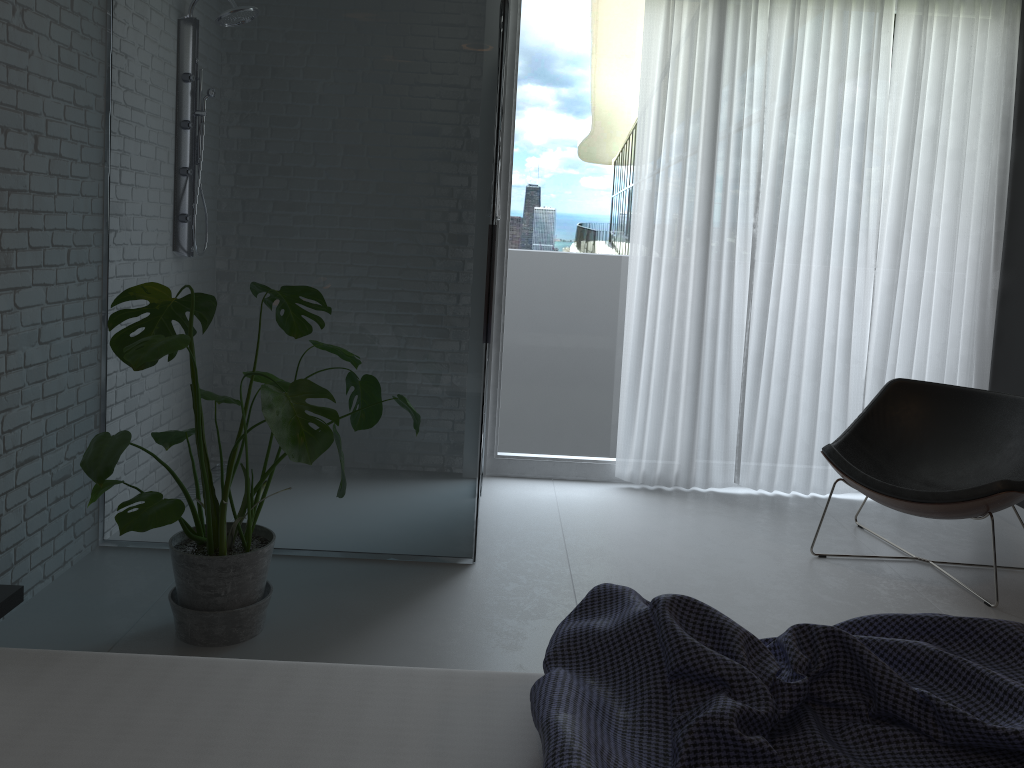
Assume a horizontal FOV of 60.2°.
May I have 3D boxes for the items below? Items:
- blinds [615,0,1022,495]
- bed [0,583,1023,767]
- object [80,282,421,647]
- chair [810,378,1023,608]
[{"bbox_3d":[1.509,-0.782,4.351,1.852,2.679,0.137,3,5,-1],"label":"blinds"},{"bbox_3d":[-0.150,0.065,0.874,2.607,2.028,2.583,3,8,-1],"label":"bed"},{"bbox_3d":[-0.777,0.219,2.692,0.853,1.041,0.997,5,7,17],"label":"object"},{"bbox_3d":[1.705,0.381,3.580,0.795,0.686,0.816,10,10,41],"label":"chair"}]
